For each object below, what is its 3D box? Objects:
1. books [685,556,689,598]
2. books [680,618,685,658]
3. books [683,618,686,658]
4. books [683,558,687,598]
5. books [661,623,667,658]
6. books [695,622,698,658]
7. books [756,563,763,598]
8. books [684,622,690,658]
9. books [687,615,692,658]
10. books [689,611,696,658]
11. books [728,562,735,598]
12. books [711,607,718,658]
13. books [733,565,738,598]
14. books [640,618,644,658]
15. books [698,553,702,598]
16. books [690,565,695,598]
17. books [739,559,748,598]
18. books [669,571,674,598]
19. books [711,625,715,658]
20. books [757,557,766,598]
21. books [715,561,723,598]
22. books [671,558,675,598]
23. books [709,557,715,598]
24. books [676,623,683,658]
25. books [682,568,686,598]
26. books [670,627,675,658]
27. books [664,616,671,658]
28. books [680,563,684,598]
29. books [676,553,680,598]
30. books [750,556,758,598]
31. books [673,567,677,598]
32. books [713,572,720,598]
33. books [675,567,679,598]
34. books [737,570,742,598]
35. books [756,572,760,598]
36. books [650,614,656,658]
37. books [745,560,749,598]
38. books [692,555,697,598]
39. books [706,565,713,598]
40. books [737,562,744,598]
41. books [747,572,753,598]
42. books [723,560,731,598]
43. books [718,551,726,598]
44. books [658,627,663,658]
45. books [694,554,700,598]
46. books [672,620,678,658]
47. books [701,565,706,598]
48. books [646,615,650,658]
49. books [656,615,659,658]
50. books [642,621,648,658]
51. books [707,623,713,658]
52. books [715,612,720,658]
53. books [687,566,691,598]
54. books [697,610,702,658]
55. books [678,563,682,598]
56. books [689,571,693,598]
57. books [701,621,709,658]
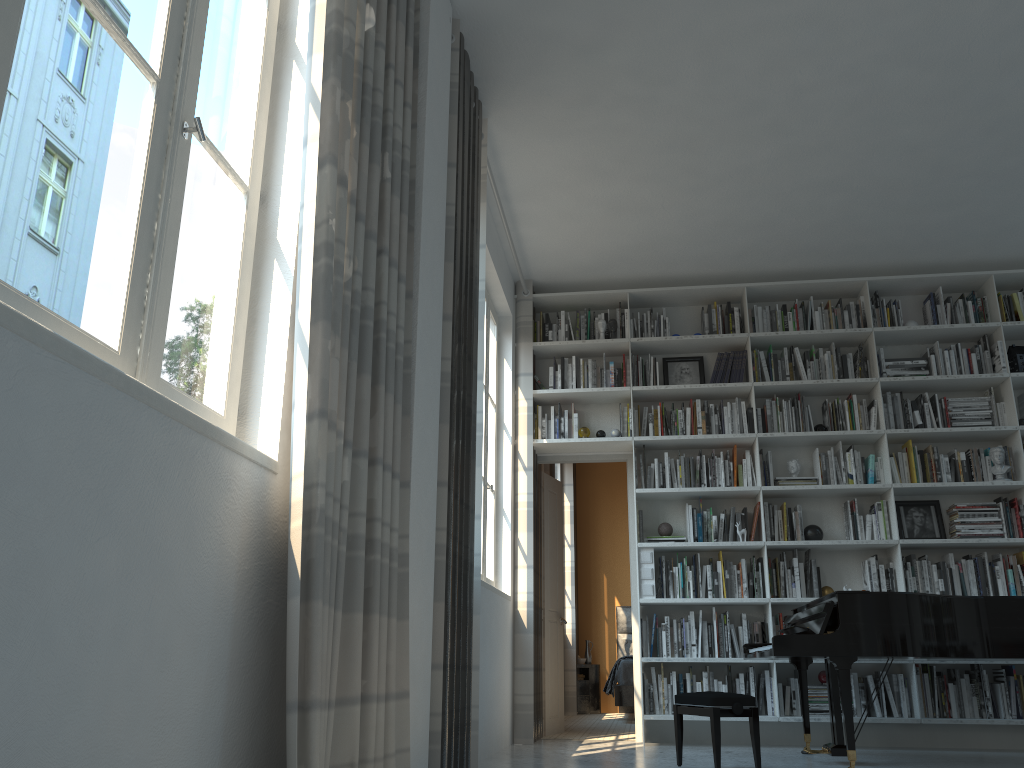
[{"bbox_3d":[1.185,1.326,6.026,0.007,0.285,0.183,-2,-18,8],"label":"books"},{"bbox_3d":[1.136,1.698,5.923,0.013,0.256,0.190,-2,-18,8],"label":"books"},{"bbox_3d":[1.147,1.698,5.917,0.010,0.251,0.178,-2,-18,8],"label":"books"},{"bbox_3d":[1.180,1.337,6.048,0.009,0.277,0.158,-2,-18,8],"label":"books"},{"bbox_3d":[1.016,1.720,5.934,0.022,0.220,0.188,-2,-18,8],"label":"books"},{"bbox_3d":[1.229,1.713,5.929,0.012,0.232,0.149,-2,-18,8],"label":"books"},{"bbox_3d":[1.664,1.334,5.965,0.010,0.239,0.175,-2,-18,8],"label":"books"},{"bbox_3d":[1.167,1.713,5.923,0.028,0.228,0.158,-2,-18,8],"label":"books"},{"bbox_3d":[1.190,1.697,5.945,0.013,0.273,0.146,-2,-18,8],"label":"books"},{"bbox_3d":[1.209,1.682,5.939,0.027,0.298,0.143,-2,-18,8],"label":"books"},{"bbox_3d":[1.476,1.336,5.991,0.028,0.248,0.159,-2,-18,8],"label":"books"},{"bbox_3d":[1.347,1.657,5.903,0.014,0.324,0.171,-2,-18,8],"label":"books"},{"bbox_3d":[1.504,1.349,5.998,0.025,0.228,0.153,-2,-18,8],"label":"books"},{"bbox_3d":[0.877,1.716,5.979,0.012,0.253,0.161,-2,-18,8],"label":"books"},{"bbox_3d":[1.271,1.318,6.031,0.012,0.305,0.190,-2,-18,8],"label":"books"},{"bbox_3d":[1.232,1.362,6.047,0.016,0.230,0.137,-2,-18,8],"label":"books"},{"bbox_3d":[1.558,1.324,5.978,0.021,0.264,0.186,-2,-18,8],"label":"books"},{"bbox_3d":[1.081,1.374,6.019,0.019,0.188,0.194,-2,-18,8],"label":"books"},{"bbox_3d":[1.337,1.719,5.908,0.013,0.208,0.155,-2,-18,8],"label":"books"},{"bbox_3d":[1.684,1.321,5.990,0.024,0.279,0.136,-2,-18,8],"label":"books"},{"bbox_3d":[1.403,1.338,6.007,0.026,0.253,0.177,-2,-18,8],"label":"books"},{"bbox_3d":[1.097,1.337,6.051,0.008,0.278,0.165,-2,-18,8],"label":"books"},{"bbox_3d":[1.355,1.326,6.016,0.014,0.281,0.150,-2,-18,8],"label":"books"},{"bbox_3d":[1.116,1.714,5.919,0.028,0.222,0.189,-2,-18,8],"label":"books"},{"bbox_3d":[1.169,1.372,6.048,0.016,0.210,0.146,-2,-18,8],"label":"books"},{"bbox_3d":[1.072,1.736,5.950,0.025,0.199,0.137,-2,-18,8],"label":"books"},{"bbox_3d":[1.042,1.699,5.943,0.029,0.265,0.172,-2,-18,8],"label":"books"},{"bbox_3d":[1.152,1.347,6.025,0.009,0.243,0.185,-2,-18,8],"label":"books"},{"bbox_3d":[1.134,1.319,6.054,0.006,0.314,0.146,-2,-18,8],"label":"books"},{"bbox_3d":[1.628,1.311,5.971,0.014,0.285,0.180,-2,-18,8],"label":"books"},{"bbox_3d":[1.109,1.367,6.046,0.015,0.217,0.177,-2,-18,8],"label":"books"},{"bbox_3d":[1.375,1.370,5.990,0.029,0.181,0.190,-2,-18,8],"label":"books"},{"bbox_3d":[1.122,1.364,6.032,0.015,0.216,0.180,-2,-18,8],"label":"books"},{"bbox_3d":[1.528,1.365,5.992,0.023,0.193,0.140,-2,-18,8],"label":"books"},{"bbox_3d":[1.651,1.367,5.984,0.023,0.186,0.131,-2,-18,8],"label":"books"},{"bbox_3d":[0.945,1.693,5.954,0.052,0.282,0.173,-2,-18,8],"label":"books"},{"bbox_3d":[1.577,1.331,5.993,0.013,0.259,0.143,-2,-18,8],"label":"books"},{"bbox_3d":[1.245,1.329,6.057,0.009,0.298,0.141,-2,-18,8],"label":"books"},{"bbox_3d":[1.335,1.352,6.013,0.027,0.229,0.159,-2,-18,8],"label":"books"},{"bbox_3d":[1.544,1.339,5.993,0.010,0.245,0.160,-2,-18,8],"label":"books"},{"bbox_3d":[1.603,1.368,5.977,0.041,0.181,0.142,-2,-18,8],"label":"books"},{"bbox_3d":[1.447,1.330,5.992,0.028,0.259,0.181,-2,-18,8],"label":"books"},{"bbox_3d":[1.424,1.304,6.012,0.021,0.321,0.172,-2,-18,8],"label":"books"},{"bbox_3d":[0.996,1.738,5.954,0.024,0.197,0.149,-2,-18,8],"label":"books"},{"bbox_3d":[1.254,1.317,6.021,0.019,0.299,0.180,-2,-18,8],"label":"books"},{"bbox_3d":[1.096,1.714,5.958,0.022,0.247,0.134,-2,-18,8],"label":"books"},{"bbox_3d":[1.301,1.358,6.033,0.045,0.229,0.138,-2,-18,8],"label":"books"},{"bbox_3d":[0.913,1.695,5.949,0.011,0.276,0.190,-2,-18,8],"label":"books"},{"bbox_3d":[0.979,1.703,5.967,0.010,0.272,0.150,-2,-18,8],"label":"books"},{"bbox_3d":[0.895,1.718,5.961,0.029,0.238,0.155,-2,-18,8],"label":"books"},{"bbox_3d":[1.316,1.713,5.913,0.028,0.224,0.134,-2,-18,8],"label":"books"},{"bbox_3d":[1.361,1.674,5.905,0.012,0.294,0.177,-2,-18,8],"label":"books"},{"bbox_3d":[1.197,1.359,6.021,0.015,0.218,0.190,-2,-18,8],"label":"books"},{"bbox_3d":[1.251,1.671,5.917,0.039,0.306,0.173,-2,-18,8],"label":"books"},{"bbox_3d":[1.143,1.352,6.040,0.014,0.242,0.171,-2,-18,8],"label":"books"},{"bbox_3d":[1.212,1.372,6.010,0.016,0.188,0.184,-2,-18,8],"label":"books"},{"bbox_3d":[1.288,1.709,5.923,0.031,0.238,0.132,-2,-18,8],"label":"books"}]
